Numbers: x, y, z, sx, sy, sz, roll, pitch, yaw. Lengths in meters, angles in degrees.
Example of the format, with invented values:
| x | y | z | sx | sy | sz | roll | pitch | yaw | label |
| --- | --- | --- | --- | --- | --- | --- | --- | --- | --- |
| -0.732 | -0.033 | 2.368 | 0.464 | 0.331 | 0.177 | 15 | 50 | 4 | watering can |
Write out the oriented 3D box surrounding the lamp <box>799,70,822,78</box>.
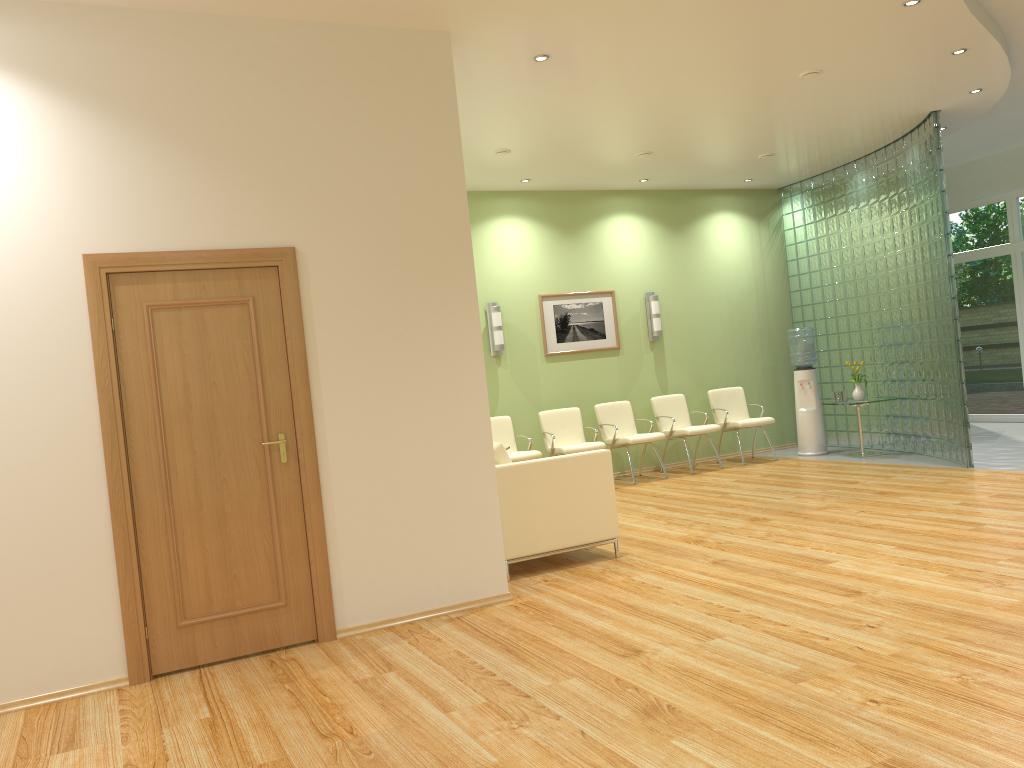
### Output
| x | y | z | sx | sy | sz | roll | pitch | yaw | label |
| --- | --- | --- | --- | --- | --- | --- | --- | --- | --- |
| 2.263 | -2.338 | 6.712 | 0.167 | 0.024 | 0.167 | -6 | 1 | 14 | lamp |

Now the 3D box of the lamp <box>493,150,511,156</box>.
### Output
| x | y | z | sx | sy | sz | roll | pitch | yaw | label |
| --- | --- | --- | --- | --- | --- | --- | --- | --- | --- |
| -0.091 | -2.109 | 8.109 | 0.167 | 0.024 | 0.167 | -6 | 1 | 26 | lamp |

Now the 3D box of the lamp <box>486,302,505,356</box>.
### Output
| x | y | z | sx | sy | sz | roll | pitch | yaw | label |
| --- | --- | --- | --- | --- | --- | --- | --- | --- | --- |
| -0.172 | -0.603 | 9.662 | 0.134 | 0.580 | 0.142 | -6 | 1 | -25 | lamp |

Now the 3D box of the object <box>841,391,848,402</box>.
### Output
| x | y | z | sx | sy | sz | roll | pitch | yaw | label |
| --- | --- | --- | --- | --- | --- | --- | --- | --- | --- |
| 3.805 | 0.140 | 10.150 | 0.071 | 0.119 | 0.072 | -6 | 1 | -25 | object |

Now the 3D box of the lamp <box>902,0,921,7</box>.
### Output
| x | y | z | sx | sy | sz | roll | pitch | yaw | label |
| --- | --- | --- | --- | --- | --- | --- | --- | --- | --- |
| 2.465 | -2.351 | 5.470 | 0.105 | 0.011 | 0.105 | -6 | 1 | 22 | lamp |

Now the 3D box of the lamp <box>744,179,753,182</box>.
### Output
| x | y | z | sx | sy | sz | roll | pitch | yaw | label |
| --- | --- | --- | --- | --- | --- | --- | --- | --- | --- |
| 2.843 | -2.452 | 10.679 | 0.105 | 0.011 | 0.105 | -7 | 1 | -44 | lamp |

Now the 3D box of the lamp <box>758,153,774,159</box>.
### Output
| x | y | z | sx | sy | sz | roll | pitch | yaw | label |
| --- | --- | --- | --- | --- | --- | --- | --- | --- | --- |
| 2.704 | -2.416 | 9.422 | 0.167 | 0.024 | 0.167 | -7 | 1 | -42 | lamp |

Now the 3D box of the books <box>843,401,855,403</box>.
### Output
| x | y | z | sx | sy | sz | roll | pitch | yaw | label |
| --- | --- | --- | --- | --- | --- | --- | --- | --- | --- |
| 3.747 | 0.207 | 9.923 | 0.210 | 0.004 | 0.150 | -6 | 1 | 0 | books |

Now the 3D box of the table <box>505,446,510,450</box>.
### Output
| x | y | z | sx | sy | sz | roll | pitch | yaw | label |
| --- | --- | --- | --- | --- | --- | --- | --- | --- | --- |
| -0.409 | 0.967 | 8.462 | 0.736 | 0.614 | 0.736 | -6 | 1 | 10 | table |

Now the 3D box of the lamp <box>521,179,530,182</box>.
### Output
| x | y | z | sx | sy | sz | roll | pitch | yaw | label |
| --- | --- | --- | --- | --- | --- | --- | --- | --- | --- |
| 0.142 | -2.155 | 9.409 | 0.105 | 0.011 | 0.105 | -7 | 1 | -44 | lamp |

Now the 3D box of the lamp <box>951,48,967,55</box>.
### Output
| x | y | z | sx | sy | sz | roll | pitch | yaw | label |
| --- | --- | --- | --- | --- | --- | --- | --- | --- | --- |
| 3.299 | -2.451 | 6.543 | 0.105 | 0.011 | 0.105 | -5 | 1 | 35 | lamp |

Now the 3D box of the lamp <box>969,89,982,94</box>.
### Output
| x | y | z | sx | sy | sz | roll | pitch | yaw | label |
| --- | --- | --- | --- | --- | --- | --- | --- | --- | --- |
| 4.022 | -2.539 | 7.691 | 0.105 | 0.011 | 0.105 | -6 | 1 | -9 | lamp |

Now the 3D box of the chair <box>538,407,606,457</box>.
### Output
| x | y | z | sx | sy | sz | roll | pitch | yaw | label |
| --- | --- | --- | --- | --- | --- | --- | --- | --- | --- |
| 0.661 | 0.709 | 9.570 | 0.536 | 0.881 | 0.650 | -6 | 1 | -20 | chair |

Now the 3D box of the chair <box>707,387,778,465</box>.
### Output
| x | y | z | sx | sy | sz | roll | pitch | yaw | label |
| --- | --- | --- | --- | --- | --- | --- | --- | --- | --- |
| 2.734 | 0.481 | 10.541 | 0.536 | 0.881 | 0.650 | -6 | 1 | -20 | chair |

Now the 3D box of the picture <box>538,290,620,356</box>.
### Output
| x | y | z | sx | sy | sz | roll | pitch | yaw | label |
| --- | --- | --- | --- | --- | --- | --- | --- | --- | --- |
| 0.785 | -0.709 | 10.177 | 1.000 | 0.700 | 0.025 | -6 | 1 | -25 | picture |

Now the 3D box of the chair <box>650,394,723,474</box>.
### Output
| x | y | z | sx | sy | sz | roll | pitch | yaw | label |
| --- | --- | --- | --- | --- | --- | --- | --- | --- | --- |
| 15.610 | -0.837 | 4.014 | 30.806 | 0.986 | 0.748 | -6 | 1 | 25 | chair |

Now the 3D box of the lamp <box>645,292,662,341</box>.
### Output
| x | y | z | sx | sy | sz | roll | pitch | yaw | label |
| --- | --- | --- | --- | --- | --- | --- | --- | --- | --- |
| 1.690 | -0.807 | 10.537 | 0.134 | 0.580 | 0.142 | -6 | 1 | -25 | lamp |

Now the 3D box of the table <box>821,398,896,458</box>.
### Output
| x | y | z | sx | sy | sz | roll | pitch | yaw | label |
| --- | --- | --- | --- | --- | --- | --- | --- | --- | --- |
| 3.943 | 0.495 | 10.031 | 0.581 | 0.614 | 0.581 | -6 | 1 | -11 | table |

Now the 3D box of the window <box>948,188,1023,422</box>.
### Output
| x | y | z | sx | sy | sz | roll | pitch | yaw | label |
| --- | --- | --- | --- | --- | --- | --- | --- | --- | --- |
| 8.097 | -1.117 | 8.313 | 0.092 | 3.000 | 9.401 | -6 | 1 | -25 | window |

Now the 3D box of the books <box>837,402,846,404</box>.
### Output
| x | y | z | sx | sy | sz | roll | pitch | yaw | label |
| --- | --- | --- | --- | --- | --- | --- | --- | --- | --- |
| 3.754 | 0.206 | 9.887 | 0.210 | 0.004 | 0.150 | -6 | 1 | -20 | books |

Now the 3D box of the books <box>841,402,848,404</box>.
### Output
| x | y | z | sx | sy | sz | roll | pitch | yaw | label |
| --- | --- | --- | --- | --- | --- | --- | --- | --- | --- |
| 3.772 | 0.205 | 9.855 | 0.210 | 0.004 | 0.150 | -7 | 1 | -40 | books |

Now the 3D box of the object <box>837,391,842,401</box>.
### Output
| x | y | z | sx | sy | sz | roll | pitch | yaw | label |
| --- | --- | --- | --- | --- | --- | --- | --- | --- | --- |
| 3.792 | 0.140 | 10.229 | 0.071 | 0.119 | 0.072 | -6 | 1 | -25 | object |

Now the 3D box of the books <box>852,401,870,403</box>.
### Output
| x | y | z | sx | sy | sz | roll | pitch | yaw | label |
| --- | --- | --- | --- | --- | --- | --- | --- | --- | --- |
| 3.852 | 0.196 | 9.818 | 0.150 | 0.004 | 0.210 | -6 | 1 | 0 | books |

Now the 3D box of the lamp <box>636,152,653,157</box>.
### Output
| x | y | z | sx | sy | sz | roll | pitch | yaw | label |
| --- | --- | --- | --- | --- | --- | --- | --- | --- | --- |
| 1.306 | -2.263 | 8.765 | 0.167 | 0.024 | 0.167 | -6 | 1 | 26 | lamp |

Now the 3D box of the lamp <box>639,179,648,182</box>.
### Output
| x | y | z | sx | sy | sz | roll | pitch | yaw | label |
| --- | --- | --- | --- | --- | --- | --- | --- | --- | --- |
| 1.493 | -2.303 | 10.044 | 0.105 | 0.011 | 0.105 | -7 | 1 | -44 | lamp |

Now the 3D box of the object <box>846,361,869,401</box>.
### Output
| x | y | z | sx | sy | sz | roll | pitch | yaw | label |
| --- | --- | --- | --- | --- | --- | --- | --- | --- | --- |
| 3.904 | -0.040 | 10.007 | 0.219 | 0.459 | 0.201 | -6 | 1 | 5 | object |

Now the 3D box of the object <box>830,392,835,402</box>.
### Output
| x | y | z | sx | sy | sz | roll | pitch | yaw | label |
| --- | --- | --- | --- | --- | --- | --- | --- | --- | --- |
| 3.708 | 0.149 | 10.220 | 0.071 | 0.119 | 0.072 | -6 | 1 | -25 | object |

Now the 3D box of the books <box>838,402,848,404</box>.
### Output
| x | y | z | sx | sy | sz | roll | pitch | yaw | label |
| --- | --- | --- | --- | --- | --- | --- | --- | --- | --- |
| 3.761 | 0.206 | 9.870 | 0.210 | 0.004 | 0.150 | -6 | 1 | -30 | books |

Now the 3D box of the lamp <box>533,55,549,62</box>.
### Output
| x | y | z | sx | sy | sz | roll | pitch | yaw | label |
| --- | --- | --- | --- | --- | --- | --- | --- | --- | --- |
| 0.190 | -2.118 | 5.770 | 0.105 | 0.011 | 0.105 | -6 | 1 | 8 | lamp |

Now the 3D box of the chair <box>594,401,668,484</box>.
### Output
| x | y | z | sx | sy | sz | roll | pitch | yaw | label |
| --- | --- | --- | --- | --- | --- | --- | --- | --- | --- |
| 15.245 | -0.796 | 3.836 | 31.281 | 0.986 | 0.752 | -6 | 1 | 24 | chair |

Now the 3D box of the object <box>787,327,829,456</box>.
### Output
| x | y | z | sx | sy | sz | roll | pitch | yaw | label |
| --- | --- | --- | --- | --- | --- | --- | --- | --- | --- |
| 3.508 | 0.086 | 10.550 | 0.353 | 1.506 | 0.353 | -6 | 1 | -18 | object |

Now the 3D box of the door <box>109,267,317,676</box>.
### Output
| x | y | z | sx | sy | sz | roll | pitch | yaw | label |
| --- | --- | --- | --- | --- | --- | --- | --- | --- | --- |
| -1.513 | 0.410 | 4.553 | 0.823 | 2.001 | 0.098 | -6 | 1 | -25 | door |

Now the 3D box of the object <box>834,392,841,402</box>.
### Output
| x | y | z | sx | sy | sz | roll | pitch | yaw | label |
| --- | --- | --- | --- | --- | --- | --- | --- | --- | --- |
| 3.722 | 0.149 | 10.137 | 0.071 | 0.119 | 0.072 | -6 | 1 | -25 | object |

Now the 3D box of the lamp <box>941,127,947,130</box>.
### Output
| x | y | z | sx | sy | sz | roll | pitch | yaw | label |
| --- | --- | --- | --- | --- | --- | --- | --- | --- | --- |
| 4.359 | -2.590 | 9.003 | 0.105 | 0.011 | 0.105 | -6 | 1 | -8 | lamp |
